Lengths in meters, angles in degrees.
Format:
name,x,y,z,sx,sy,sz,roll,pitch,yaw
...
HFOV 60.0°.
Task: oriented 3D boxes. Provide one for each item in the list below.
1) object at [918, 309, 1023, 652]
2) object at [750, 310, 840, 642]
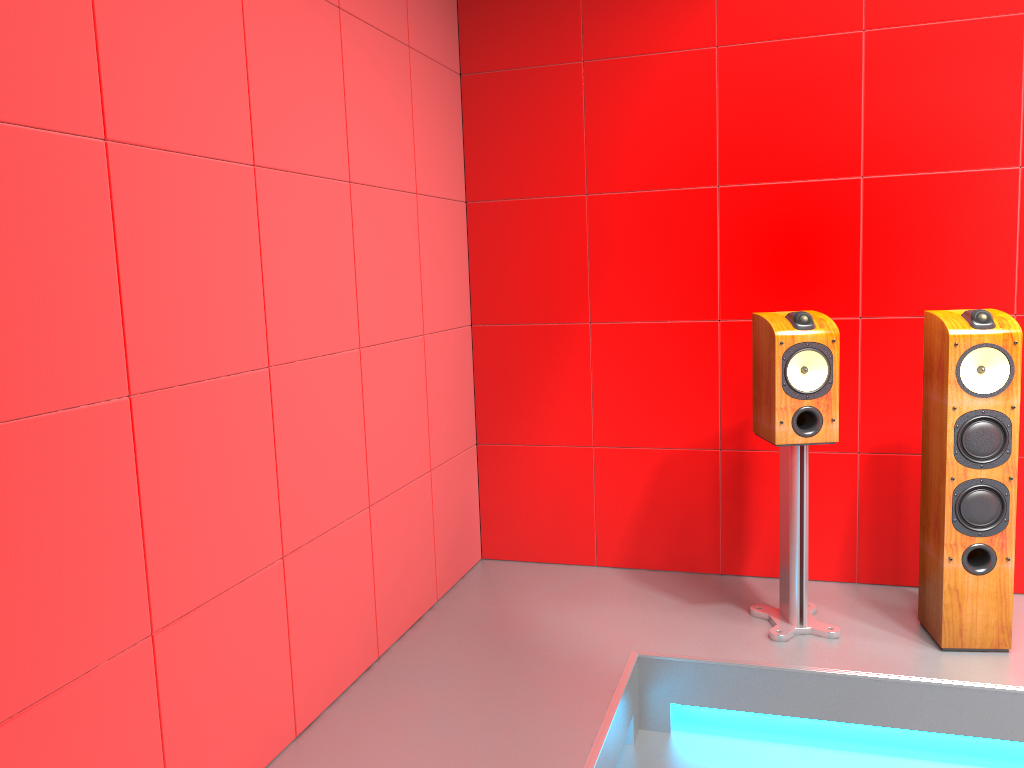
name,x,y,z,sx,sy,sz,roll,pitch,yaw
object,1.423,0.290,2.770,0.203,1.052,0.238,-1,7,8
object,0.930,0.287,2.925,0.231,1.058,0.265,-3,7,-2
